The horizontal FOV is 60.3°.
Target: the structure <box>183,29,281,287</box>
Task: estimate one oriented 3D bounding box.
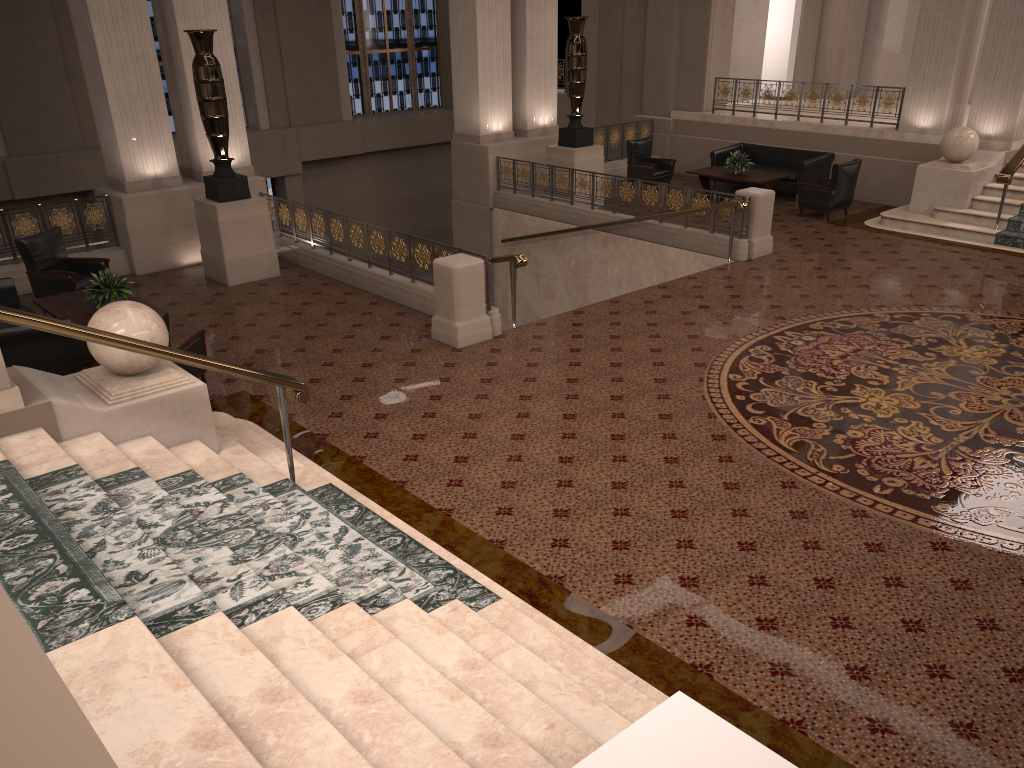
[{"bbox_3d":[-3.462,-2.681,10.570,0.686,2.923,0.682,-22,34,-35],"label":"structure"}]

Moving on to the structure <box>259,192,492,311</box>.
[{"bbox_3d":[-1.811,-1.682,10.486,0.077,0.564,4.810,-23,32,-36],"label":"structure"}]

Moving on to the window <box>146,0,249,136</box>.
[{"bbox_3d":[-6.931,-7.696,17.069,2.927,5.618,0.067,-21,33,-35],"label":"window"}]

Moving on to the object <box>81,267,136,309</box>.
[{"bbox_3d":[-3.945,-0.943,8.603,0.501,0.395,0.501,-5,25,-7],"label":"object"}]

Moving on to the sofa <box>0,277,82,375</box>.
[{"bbox_3d":[-4.785,-0.453,8.232,0.857,0.742,1.874,-22,31,-37],"label":"sofa"}]

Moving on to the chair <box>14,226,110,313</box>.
[{"bbox_3d":[-5.033,-1.278,9.967,0.715,0.885,0.620,5,27,13],"label":"chair"}]

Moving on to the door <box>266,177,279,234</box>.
[{"bbox_3d":[-5.793,-3.209,19.705,1.461,2.856,0.151,-21,33,-35],"label":"door"}]

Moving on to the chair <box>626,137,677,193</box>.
[{"bbox_3d":[2.447,-3.889,15.633,0.702,0.885,0.632,22,34,39],"label":"chair"}]

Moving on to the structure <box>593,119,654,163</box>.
[{"bbox_3d":[1.801,-4.505,16.532,2.485,0.686,0.031,-19,32,-35],"label":"structure"}]

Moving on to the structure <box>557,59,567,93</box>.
[{"bbox_3d":[0.830,-6.839,19.512,0.030,0.701,2.101,-24,32,-36],"label":"structure"}]

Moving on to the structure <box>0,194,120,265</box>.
[{"bbox_3d":[-6.065,-1.761,10.578,2.485,0.686,0.031,-19,32,-35],"label":"structure"}]

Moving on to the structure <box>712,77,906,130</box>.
[{"bbox_3d":[4.976,-4.874,15.207,0.031,0.656,3.601,-24,32,-37],"label":"structure"}]

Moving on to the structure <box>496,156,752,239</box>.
[{"bbox_3d":[1.377,-2.794,12.899,0.077,0.564,4.814,-24,32,-37],"label":"structure"}]

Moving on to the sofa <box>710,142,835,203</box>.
[{"bbox_3d":[4.423,-3.666,15.202,0.857,0.742,1.874,-22,31,-37],"label":"sofa"}]

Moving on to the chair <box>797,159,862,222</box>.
[{"bbox_3d":[4.823,-2.979,13.430,0.634,0.885,0.699,-22,33,-36],"label":"chair"}]

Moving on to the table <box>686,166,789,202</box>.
[{"bbox_3d":[3.736,-3.299,14.741,0.822,0.457,1.438,-21,31,-37],"label":"table"}]

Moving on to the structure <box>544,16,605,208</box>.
[{"bbox_3d":[1.004,-4.239,13.950,0.686,2.923,0.682,-22,34,-35],"label":"structure"}]

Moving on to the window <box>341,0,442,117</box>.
[{"bbox_3d":[-2.955,-9.083,20.078,2.927,5.618,0.067,-21,33,-35],"label":"window"}]

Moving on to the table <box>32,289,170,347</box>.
[{"bbox_3d":[-4.089,-0.569,8.818,0.822,0.457,1.438,-21,31,-37],"label":"table"}]

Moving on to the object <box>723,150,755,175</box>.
[{"bbox_3d":[3.727,-3.671,14.527,0.501,0.395,0.501,-5,25,-7],"label":"object"}]

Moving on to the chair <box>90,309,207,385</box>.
[{"bbox_3d":[-3.087,-0.297,7.621,0.647,0.885,0.685,3,26,8],"label":"chair"}]
